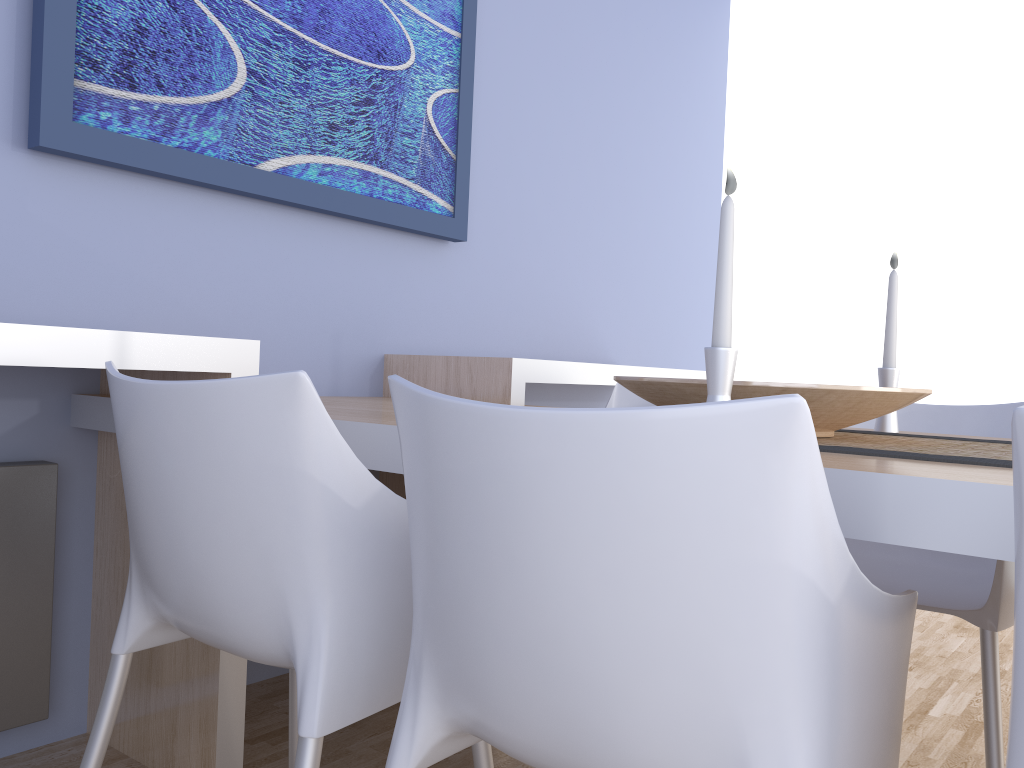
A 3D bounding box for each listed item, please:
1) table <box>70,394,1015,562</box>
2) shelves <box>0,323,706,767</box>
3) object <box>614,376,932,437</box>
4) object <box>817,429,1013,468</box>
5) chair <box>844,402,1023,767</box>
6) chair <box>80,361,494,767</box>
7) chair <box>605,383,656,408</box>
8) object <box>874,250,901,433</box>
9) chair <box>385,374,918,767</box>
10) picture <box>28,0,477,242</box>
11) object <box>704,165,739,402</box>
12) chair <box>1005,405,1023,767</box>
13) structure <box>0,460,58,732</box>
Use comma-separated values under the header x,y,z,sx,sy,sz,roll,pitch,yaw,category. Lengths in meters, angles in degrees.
x,y,z,sx,sy,sz,roll,pitch,yaw,category
0.309,0.436,1.513,2.340,0.718,1.002,3,1,38,table
-0.599,0.332,1.870,0.463,0.840,3.901,3,1,38,shelves
0.412,0.038,1.449,0.493,0.081,0.493,2,1,-34,object
0.415,0.080,1.451,0.986,0.005,0.594,3,1,37,object
0.813,0.418,1.851,0.510,0.793,0.486,3,1,38,chair
-0.324,0.374,1.280,0.510,0.793,0.486,3,1,38,chair
0.348,0.394,2.210,0.510,0.793,0.486,3,1,38,chair
0.724,-0.082,1.697,0.045,0.349,0.045,3,1,38,object
0.130,0.398,0.929,0.510,0.793,0.486,3,1,38,chair
-0.517,-0.893,2.192,0.049,0.901,1.252,3,1,38,picture
0.261,-0.096,1.095,0.045,0.349,0.045,2,1,-11,object
0.585,0.421,0.579,0.510,0.793,0.486,3,1,38,chair
-0.705,0.411,2.034,0.064,0.503,3.843,3,1,38,structure
